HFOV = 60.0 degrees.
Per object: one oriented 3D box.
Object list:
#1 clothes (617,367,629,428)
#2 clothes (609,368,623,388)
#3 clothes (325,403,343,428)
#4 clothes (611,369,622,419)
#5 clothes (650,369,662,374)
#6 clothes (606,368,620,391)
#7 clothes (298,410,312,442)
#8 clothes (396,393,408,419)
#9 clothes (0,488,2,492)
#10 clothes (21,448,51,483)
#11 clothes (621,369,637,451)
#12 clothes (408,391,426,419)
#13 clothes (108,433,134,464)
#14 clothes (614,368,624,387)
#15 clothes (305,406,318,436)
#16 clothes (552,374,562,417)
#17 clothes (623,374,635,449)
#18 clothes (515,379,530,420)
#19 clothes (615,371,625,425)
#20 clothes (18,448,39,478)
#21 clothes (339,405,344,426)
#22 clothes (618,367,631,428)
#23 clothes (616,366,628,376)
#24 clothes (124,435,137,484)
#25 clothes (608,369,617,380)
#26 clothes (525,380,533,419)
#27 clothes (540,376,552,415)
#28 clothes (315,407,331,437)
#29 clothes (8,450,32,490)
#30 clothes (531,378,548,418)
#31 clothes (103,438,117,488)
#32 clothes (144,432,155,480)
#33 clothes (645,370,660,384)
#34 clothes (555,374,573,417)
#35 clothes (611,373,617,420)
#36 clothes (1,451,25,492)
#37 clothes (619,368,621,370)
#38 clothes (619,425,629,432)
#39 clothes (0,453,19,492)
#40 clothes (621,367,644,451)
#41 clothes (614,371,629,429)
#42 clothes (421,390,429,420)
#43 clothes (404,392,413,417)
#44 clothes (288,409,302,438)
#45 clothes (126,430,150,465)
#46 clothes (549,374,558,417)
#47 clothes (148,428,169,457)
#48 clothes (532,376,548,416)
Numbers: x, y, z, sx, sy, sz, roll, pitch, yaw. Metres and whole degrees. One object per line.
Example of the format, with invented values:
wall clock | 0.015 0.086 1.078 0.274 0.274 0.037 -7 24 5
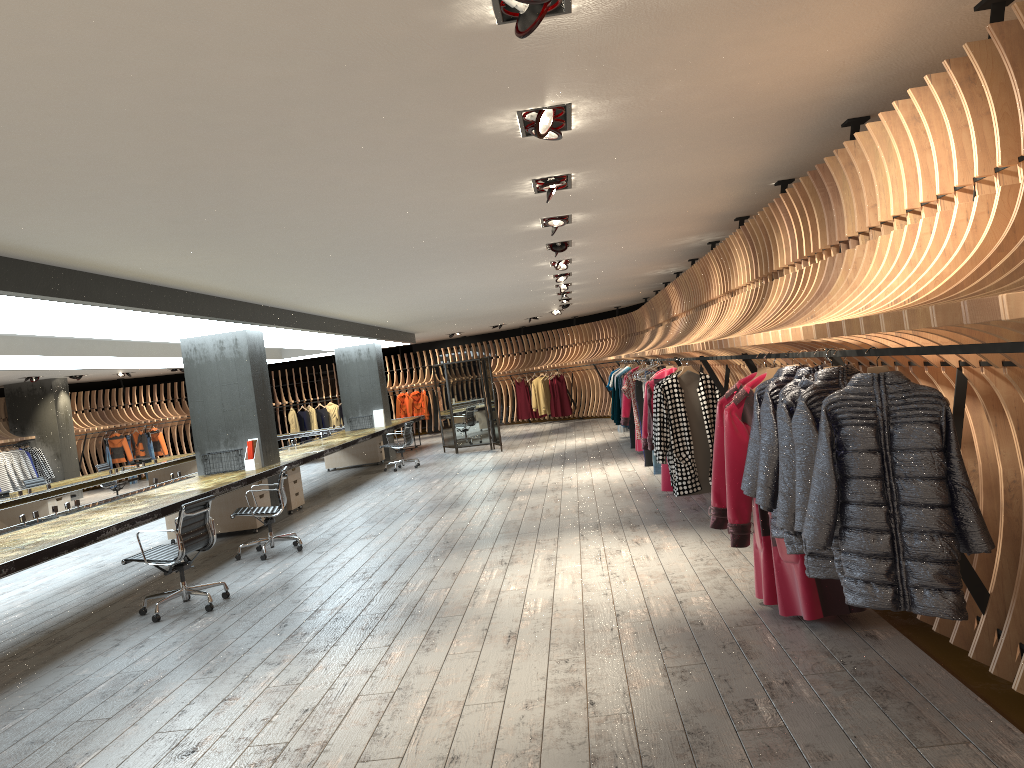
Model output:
clothes | 2.208 0.219 15.552 0.715 1.088 0.257 -8 0 -1
clothes | 2.263 0.146 17.091 0.734 0.937 0.164 -8 0 7
clothes | -5.311 1.004 26.196 0.704 0.890 0.250 -8 0 25
clothes | 2.292 0.219 16.932 0.913 1.081 0.238 -8 0 4
clothes | 1.945 0.450 11.344 0.277 1.292 0.316 -8 0 -32
clothes | 2.278 0.152 17.692 0.737 0.971 0.167 -8 0 13
clothes | -6.047 1.439 25.996 0.538 1.353 0.088 -8 0 38
clothes | -3.237 0.704 26.238 0.200 0.881 0.840 -8 0 19
clothes | -10.770 2.041 17.887 0.885 1.239 0.245 -8 0 1
clothes | -10.496 1.968 19.412 0.807 1.187 0.192 -8 0 4
clothes | 2.095 0.366 13.885 0.839 1.312 0.321 -8 0 3
clothes | -2.807 0.646 26.173 0.200 0.881 0.840 -8 0 34
clothes | -10.033 1.687 22.578 0.839 0.881 0.201 -8 0 19
clothes | 2.273 0.209 16.305 0.733 1.106 0.165 -8 0 9
clothes | -5.892 1.087 26.074 0.704 0.890 0.250 -8 0 45
clothes | 1.289 0.301 23.522 0.444 1.129 0.127 -8 0 1
clothes | 2.151 0.475 14.642 0.539 1.353 0.087 -8 0 8
clothes | 0.297 0.421 24.638 0.444 1.129 0.127 -8 0 1
clothes | 2.197 0.250 15.428 0.913 1.081 0.238 -8 0 4
clothes | -10.648 2.005 19.264 0.885 1.239 0.245 -8 0 1
clothes | -4.895 1.274 26.266 0.087 1.353 0.540 -8 0 28
clothes | 2.178 0.229 15.114 0.714 1.088 0.257 -8 0 9
clothes | 2.204 0.221 16.119 0.733 1.106 0.165 -8 0 4
clothes | -9.828 2.011 22.807 0.200 1.422 0.309 -8 0 -4
clothes | 2.411 0.376 18.411 0.677 1.434 0.203 -8 0 -7
clothes | 0.465 0.401 24.457 0.127 1.129 0.444 -8 0 -4
clothes | 1.042 0.289 23.812 0.151 1.053 0.778 -8 0 44
clothes | -5.553 1.369 26.133 0.539 1.353 0.087 -8 0 28
clothes | -10.556 1.928 18.872 0.752 1.062 0.128 -8 0 2
clothes | 0.699 0.372 24.210 0.444 1.129 0.126 -8 0 -34
clothes | -10.086 2.054 22.273 0.200 1.422 0.308 -8 0 -19
clothes | -9.540 1.964 23.327 0.309 1.422 0.200 -8 0 -24
clothes | 1.933 0.564 11.492 0.277 1.543 0.316 -8 0 3
clothes | 1.332 0.296 23.439 0.444 1.129 0.126 -8 0 -24
clothes | 2.278 0.224 16.723 0.913 1.081 0.238 -8 0 9
clothes | -10.574 1.934 18.610 0.752 1.062 0.128 -8 0 2
clothes | 2.322 0.133 17.545 0.743 0.931 0.158 -8 0 8
clothes | 2.390 0.382 18.136 0.677 1.434 0.203 -8 0 -12
clothes | -10.590 1.939 18.375 0.752 1.062 0.128 -8 0 2
clothes | 2.074 0.373 13.596 0.839 1.312 0.321 -8 0 13
clothes | 2.214 0.243 15.783 0.913 1.081 0.238 -8 0 9
clothes | -2.572 0.615 26.106 0.201 0.881 0.839 -8 0 -16
clothes | -3.005 0.672 26.256 0.200 0.881 0.840 -8 0 9
clothes | -6.386 1.158 25.898 0.250 0.890 0.704 -8 0 -35
clothes | -9.723 1.640 23.049 0.838 0.881 0.201 -8 0 24
clothes | 1.185 0.313 23.654 0.444 1.129 0.126 -8 0 -24
clothes | -9.453 1.593 23.557 0.838 0.881 0.201 -8 0 34
clothes | 0.898 0.307 23.979 0.777 1.053 0.152 -8 0 4
